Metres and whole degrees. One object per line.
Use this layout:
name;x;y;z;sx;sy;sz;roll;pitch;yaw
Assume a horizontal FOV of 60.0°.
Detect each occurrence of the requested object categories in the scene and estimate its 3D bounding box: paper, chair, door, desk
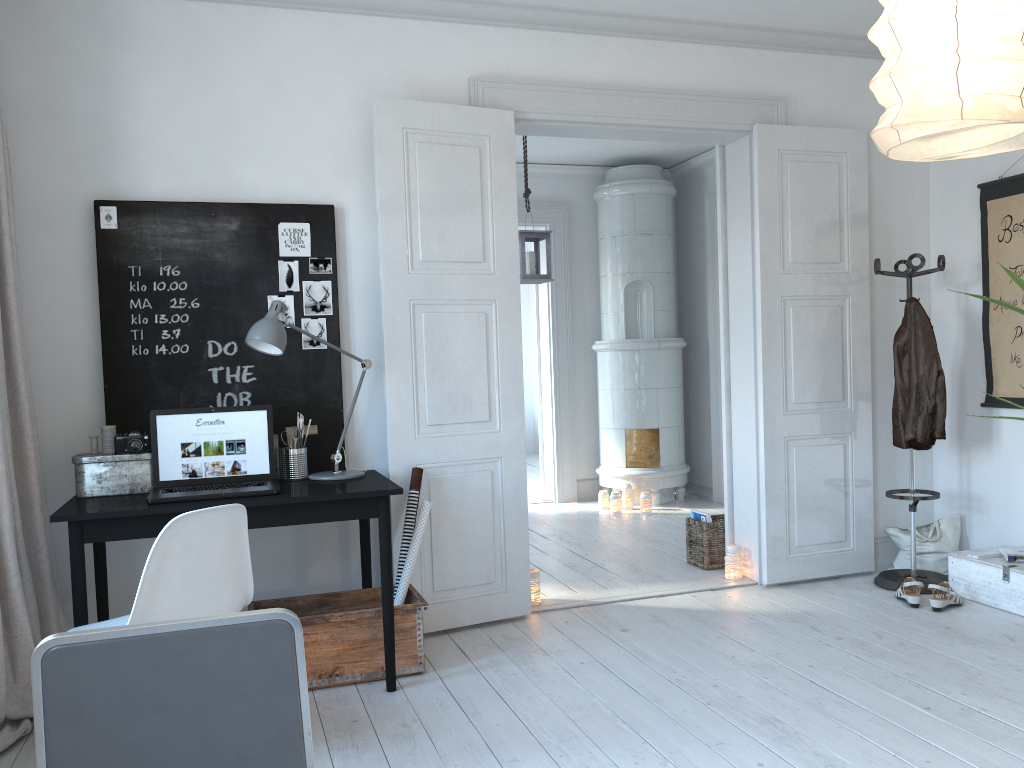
paper;-0.454;0.780;3.659;0.043;0.669;0.266;-1;3;27
chair;-1.047;0.763;2.701;0.554;0.825;0.474;0;3;37
chair;-0.630;0.788;1.732;0.562;0.798;0.524;-3;2;-18
door;0.597;-0.180;4.466;2.598;2.507;0.577;-3;3;-18
paper;-0.451;0.735;3.732;0.048;0.747;0.297;-1;3;27
paper;2.402;0.799;4.122;0.222;0.031;0.175;-2;2;14
paper;-0.434;0.798;3.603;0.283;0.627;0.041;-4;3;-40
door;1.994;-0.282;6.497;0.306;2.507;1.598;-3;2;-18
desk;-1.034;0.779;3.377;1.159;0.759;0.650;-3;2;-18
door;-0.332;-0.222;7.333;2.598;2.507;0.577;-3;3;-18

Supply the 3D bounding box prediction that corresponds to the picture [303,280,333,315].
picture;-0.837;-0.373;3.817;0.121;0.153;0.002;-3;3;-18

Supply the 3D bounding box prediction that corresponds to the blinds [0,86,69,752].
blinds;-1.747;-0.135;3.050;0.225;2.649;0.830;-3;3;-18

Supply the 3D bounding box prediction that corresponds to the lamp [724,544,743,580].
lamp;1.177;0.947;4.716;0.093;0.180;0.093;-4;3;-35

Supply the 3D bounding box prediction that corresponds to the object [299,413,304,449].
object;-0.869;0.252;3.627;0.012;0.264;0.062;-1;3;24

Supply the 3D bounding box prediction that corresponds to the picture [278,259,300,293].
picture;-0.951;-0.460;3.779;0.083;0.146;0.002;-3;3;-18

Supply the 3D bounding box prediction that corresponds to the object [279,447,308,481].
object;-0.887;0.324;3.608;0.108;0.128;0.108;-2;2;-3

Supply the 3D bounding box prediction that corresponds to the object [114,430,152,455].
object;-1.419;0.218;3.319;0.137;0.087;0.073;-3;2;-18

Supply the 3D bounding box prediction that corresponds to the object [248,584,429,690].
object;-0.687;1.001;3.497;0.664;0.282;0.339;-3;2;-18

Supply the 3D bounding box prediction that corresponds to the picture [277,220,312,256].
picture;-0.925;-0.621;3.781;0.147;0.154;0.004;-3;3;-18

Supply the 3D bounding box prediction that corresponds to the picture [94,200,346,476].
picture;-1.207;-0.172;3.736;0.952;1.173;0.064;-3;3;-18

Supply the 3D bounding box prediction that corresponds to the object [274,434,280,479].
object;-0.995;0.303;3.647;0.079;0.188;0.079;-4;3;-39

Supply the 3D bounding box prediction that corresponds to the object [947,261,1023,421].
object;2.314;0.257;3.567;1.044;1.555;0.288;-2;3;12

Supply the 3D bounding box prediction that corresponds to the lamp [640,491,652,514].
lamp;1.026;0.911;6.800;0.089;0.166;0.089;-3;2;-19

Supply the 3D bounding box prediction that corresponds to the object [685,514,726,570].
object;1.173;0.903;5.096;0.270;0.265;0.223;-3;2;-18

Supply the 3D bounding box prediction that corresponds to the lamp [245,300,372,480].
lamp;-0.794;0.030;3.558;0.230;0.716;0.616;0;3;43

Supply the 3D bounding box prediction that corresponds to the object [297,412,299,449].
object;-0.874;0.250;3.625;0.008;0.268;0.060;-2;2;-1

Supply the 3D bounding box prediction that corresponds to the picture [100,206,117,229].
picture;-1.618;-0.668;3.557;0.061;0.088;0.004;-3;3;-21

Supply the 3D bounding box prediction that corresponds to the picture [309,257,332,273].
picture;-0.824;-0.512;3.818;0.095;0.071;0.001;-3;3;-18

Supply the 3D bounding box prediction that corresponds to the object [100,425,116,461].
object;-1.530;0.226;3.354;0.056;0.130;0.167;-3;2;-19

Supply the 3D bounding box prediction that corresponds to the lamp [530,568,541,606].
lamp;0.095;0.998;4.355;0.089;0.166;0.089;-3;3;-25

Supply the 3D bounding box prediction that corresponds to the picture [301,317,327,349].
picture;-0.851;-0.219;3.818;0.103;0.136;0.001;-3;3;-18

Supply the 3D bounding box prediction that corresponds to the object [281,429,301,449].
object;-0.902;0.285;3.613;0.081;0.198;0.050;-2;2;7

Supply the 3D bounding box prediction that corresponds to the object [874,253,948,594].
object;2.015;0.191;4.473;0.374;1.660;0.374;-2;3;-10

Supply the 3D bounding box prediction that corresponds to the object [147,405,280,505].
object;-1.094;0.248;3.250;0.445;0.315;0.325;-3;2;-18

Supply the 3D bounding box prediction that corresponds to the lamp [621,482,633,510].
lamp;0.909;0.888;7.021;0.098;0.210;0.098;-3;2;-13

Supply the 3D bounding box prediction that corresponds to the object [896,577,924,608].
object;1.888;0.971;4.221;0.099;0.126;0.272;-1;2;15

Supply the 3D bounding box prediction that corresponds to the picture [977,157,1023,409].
picture;2.522;-0.531;4.159;0.057;1.314;0.792;-3;2;-18

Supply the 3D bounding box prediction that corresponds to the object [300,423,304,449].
object;-0.863;0.275;3.620;0.009;0.222;0.082;-2;2;11

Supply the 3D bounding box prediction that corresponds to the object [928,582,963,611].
object;2.018;0.969;4.115;0.099;0.126;0.272;0;3;45

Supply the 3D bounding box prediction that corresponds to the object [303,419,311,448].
object;-0.851;0.265;3.618;0.084;0.240;0.009;-4;3;-41

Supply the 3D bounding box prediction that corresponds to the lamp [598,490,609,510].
lamp;0.731;0.925;7.068;0.084;0.146;0.084;-3;2;-13

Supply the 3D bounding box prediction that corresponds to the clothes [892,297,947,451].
clothes;2.012;-0.047;4.391;0.237;0.771;0.211;-1;3;15

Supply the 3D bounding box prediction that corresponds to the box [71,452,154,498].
box;-1.500;0.339;3.393;0.317;0.152;0.193;-3;2;-18

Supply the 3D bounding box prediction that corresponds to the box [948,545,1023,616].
box;2.384;0.910;4.067;0.376;0.218;0.641;-3;2;-18

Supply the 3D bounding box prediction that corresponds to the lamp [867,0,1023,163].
lamp;0.851;-1.071;1.682;0.338;1.232;0.340;-1;3;13

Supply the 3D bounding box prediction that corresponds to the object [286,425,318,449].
object;-0.861;0.279;3.671;0.138;0.209;0.034;-4;3;-38

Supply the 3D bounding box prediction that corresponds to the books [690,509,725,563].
books;1.159;0.871;5.091;0.201;0.300;0.179;-3;2;-18

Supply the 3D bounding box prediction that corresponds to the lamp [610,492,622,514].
lamp;0.801;0.918;6.847;0.089;0.166;0.089;-3;2;-16

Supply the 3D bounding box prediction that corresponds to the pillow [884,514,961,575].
pillow;2.210;0.850;4.742;0.317;0.314;0.273;-3;2;-17

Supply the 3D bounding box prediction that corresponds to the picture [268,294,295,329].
picture;-0.981;-0.306;3.773;0.107;0.150;0.001;-3;3;-18

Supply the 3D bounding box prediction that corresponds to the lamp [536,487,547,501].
lamp;0.253;0.938;7.574;0.093;0.110;0.093;-2;2;-1

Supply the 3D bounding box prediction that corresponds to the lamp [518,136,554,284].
lamp;0.090;-1.533;5.671;0.228;1.763;0.228;-3;3;-21

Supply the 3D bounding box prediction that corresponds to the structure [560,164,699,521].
structure;0.957;-0.343;7.176;0.800;2.830;1.247;-1;3;27

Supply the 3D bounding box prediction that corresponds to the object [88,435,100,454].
object;-1.602;0.232;3.400;0.040;0.069;0.040;-3;3;-30
